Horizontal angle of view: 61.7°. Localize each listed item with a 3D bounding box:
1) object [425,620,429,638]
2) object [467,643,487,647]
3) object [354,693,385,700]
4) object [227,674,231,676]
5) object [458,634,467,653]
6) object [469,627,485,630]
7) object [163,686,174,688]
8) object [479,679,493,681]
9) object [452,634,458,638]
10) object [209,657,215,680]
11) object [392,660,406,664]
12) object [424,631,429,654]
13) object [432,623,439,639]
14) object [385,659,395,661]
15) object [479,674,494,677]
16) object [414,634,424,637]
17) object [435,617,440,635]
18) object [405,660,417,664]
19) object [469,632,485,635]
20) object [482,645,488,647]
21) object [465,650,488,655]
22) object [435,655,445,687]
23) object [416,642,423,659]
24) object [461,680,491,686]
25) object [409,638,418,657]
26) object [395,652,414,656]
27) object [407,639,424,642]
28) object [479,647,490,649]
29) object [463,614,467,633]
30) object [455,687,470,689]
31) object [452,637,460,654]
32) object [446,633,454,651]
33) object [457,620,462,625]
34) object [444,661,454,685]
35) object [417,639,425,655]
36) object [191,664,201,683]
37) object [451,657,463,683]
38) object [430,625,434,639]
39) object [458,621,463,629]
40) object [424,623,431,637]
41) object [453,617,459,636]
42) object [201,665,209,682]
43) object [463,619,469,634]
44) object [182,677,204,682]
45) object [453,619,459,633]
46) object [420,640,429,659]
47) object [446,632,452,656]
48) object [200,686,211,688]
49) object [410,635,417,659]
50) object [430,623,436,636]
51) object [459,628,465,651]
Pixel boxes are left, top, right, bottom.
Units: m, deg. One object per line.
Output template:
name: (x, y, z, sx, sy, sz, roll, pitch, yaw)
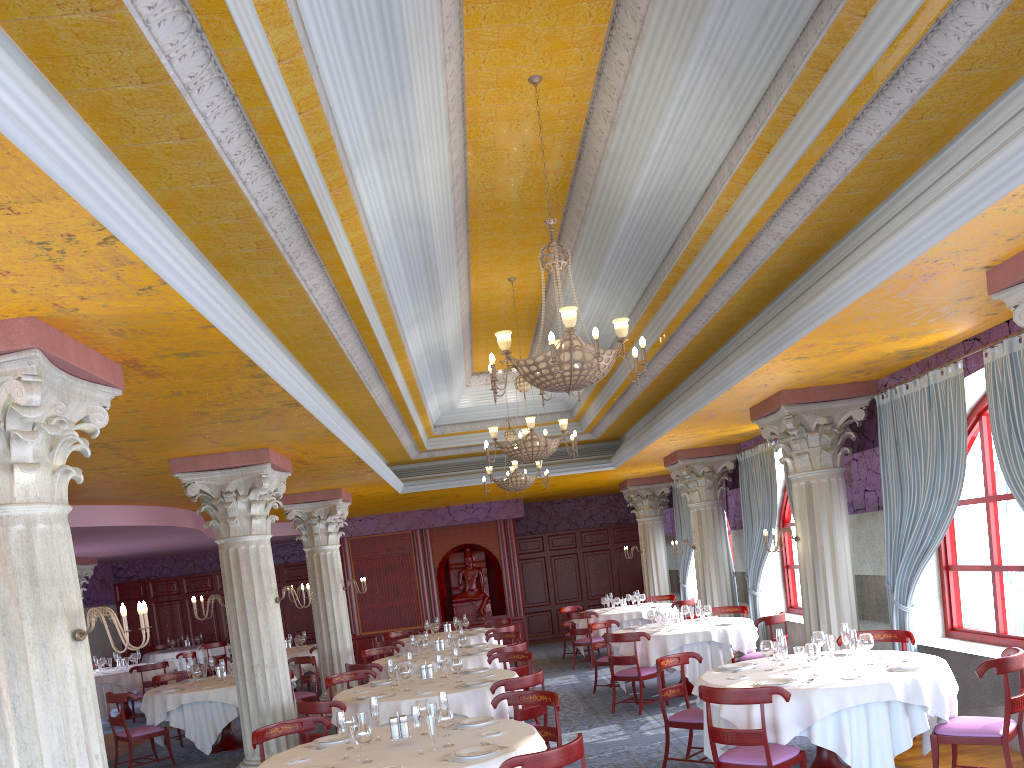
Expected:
object: (-1.522, 4.409, 15.389, 0.075, 0.338, 0.072, -5, 3, 33)
object: (-0.530, 3.921, 12.839, 0.318, 0.024, 0.313, -13, -13, 27)
object: (-1.438, 3.165, 8.664, 0.312, 0.024, 0.319, -6, -12, -3)
object: (-4.235, 4.363, 12.838, 0.157, 0.009, 0.163, -2, -12, -22)
object: (-0.694, 3.670, 12.109, 0.120, 0.266, 0.124, -7, 1, -34)
object: (-0.659, 4.620, 16.150, 0.310, 0.024, 0.321, -2, -12, -22)
object: (-4.845, 4.284, 12.111, 0.160, 0.009, 0.160, -10, -12, 17)
object: (-0.247, 3.072, 8.881, 0.054, 0.020, 0.263, 2, -15, -42)
object: (-0.825, 3.788, 12.544, 0.086, 0.239, 0.085, -7, 2, 0)
object: (-4.363, 4.140, 12.472, 0.075, 0.338, 0.072, -5, 3, 33)
object: (-1.558, 3.810, 11.717, 0.312, 0.024, 0.319, -6, -12, -3)
object: (-1.254, 3.802, 12.602, 0.075, 0.338, 0.072, -5, 3, 33)
object: (-1.345, 4.388, 15.217, 0.121, 0.266, 0.122, -7, 1, -11)
object: (-1.736, 3.946, 12.241, 0.157, 0.009, 0.162, 4, -16, -42)
object: (-0.279, 3.167, 9.296, 0.157, 0.009, 0.163, -2, -12, -22)
object: (-1.735, 4.738, 16.110, 0.320, 0.024, 0.312, -15, -14, 36)
object: (-1.384, 4.501, 15.913, 0.075, 0.338, 0.072, -5, 3, 33)
object: (-1.381, 3.767, 11.600, 0.255, 0.020, 0.056, 4, -15, -43)
object: (-0.612, 4.391, 15.068, 0.312, 0.024, 0.319, -6, -12, -3)
object: (-0.410, 3.883, 12.699, 0.028, 0.013, 0.231, -14, -14, 41)
object: (-0.482, 3.692, 11.758, 0.312, 0.024, 0.319, -6, -12, -3)
object: (-0.750, 2.974, 8.882, 0.075, 0.338, 0.072, -5, 3, 33)
object: (-1.287, 3.730, 11.999, 0.086, 0.239, 0.084, -6, 2, 22)
object: (-0.362, 3.047, 8.704, 0.312, 0.024, 0.319, -6, -12, -3)
object: (-1.421, 3.822, 12.432, 0.120, 0.266, 0.124, -7, 1, -34)
object: (-1.605, 4.038, 12.799, 0.310, 0.024, 0.321, -2, -12, -22)
object: (-1.687, 4.509, 15.028, 0.312, 0.024, 0.319, -6, -12, -3)
object: (-0.398, 3.812, 12.350, 0.162, 0.009, 0.158, -15, -14, 36)
object: (-0.861, 4.410, 15.770, 0.075, 0.338, 0.072, -5, 3, 33)
object: (-0.501, 3.045, 8.586, 0.238, 0.013, 0.027, -17, -13, 42)
object: (-0.783, 3.679, 12.038, 0.086, 0.239, 0.084, -6, 2, 22)
object: (-0.899, 3.803, 12.635, 0.123, 0.266, 0.121, -6, 1, 11)
object: (-0.955, 4.487, 15.855, 0.086, 0.239, 0.085, -7, 2, 0)
object: (-0.663, 3.034, 8.984, 0.085, 0.239, 0.086, -7, 2, -23)
object: (-1.329, 3.839, 12.506, 0.086, 0.239, 0.085, -7, 2, 0)
object: (-4.531, 4.160, 12.302, 0.123, 0.266, 0.121, -6, 1, 11)
object: (-0.574, 3.025, 9.056, 0.123, 0.266, 0.121, -6, 1, 11)
object: (-1.417, 4.429, 15.310, 0.085, 0.239, 0.086, -7, 2, -23)
object: (-0.912, 4.378, 15.348, 0.086, 0.239, 0.084, -6, 2, 22)
object: (-1.551, 4.521, 15.743, 0.121, 0.266, 0.122, -7, 1, -11)
object: (-0.999, 4.318, 15.246, 0.075, 0.338, 0.072, -5, 3, 33)
object: (-4.438, 4.178, 12.376, 0.087, 0.239, 0.084, -5, 2, 45)
object: (-0.823, 4.369, 15.420, 0.121, 0.266, 0.122, -7, 1, -11)
object: (-4.715, 4.377, 12.669, 0.312, 0.024, 0.319, -6, -12, -3)
object: (-1.029, 4.502, 15.946, 0.121, 0.266, 0.122, -7, 1, -11)
object: (-1.216, 3.689, 11.906, 0.121, 0.266, 0.122, -7, 1, -11)
object: (-0.869, 3.619, 11.935, 0.075, 0.338, 0.072, -5, 3, 33)
object: (-4.117, 4.071, 11.493, 0.157, 0.009, 0.163, 1, -14, -32)
object: (-1.392, 3.709, 12.078, 0.073, 0.338, 0.073, -7, 3, -11)
object: (-1.459, 4.539, 15.817, 0.086, 0.239, 0.084, -6, 2, 22)
object: (-0.731, 3.711, 12.460, 0.072, 0.338, 0.074, -8, 3, -34)
